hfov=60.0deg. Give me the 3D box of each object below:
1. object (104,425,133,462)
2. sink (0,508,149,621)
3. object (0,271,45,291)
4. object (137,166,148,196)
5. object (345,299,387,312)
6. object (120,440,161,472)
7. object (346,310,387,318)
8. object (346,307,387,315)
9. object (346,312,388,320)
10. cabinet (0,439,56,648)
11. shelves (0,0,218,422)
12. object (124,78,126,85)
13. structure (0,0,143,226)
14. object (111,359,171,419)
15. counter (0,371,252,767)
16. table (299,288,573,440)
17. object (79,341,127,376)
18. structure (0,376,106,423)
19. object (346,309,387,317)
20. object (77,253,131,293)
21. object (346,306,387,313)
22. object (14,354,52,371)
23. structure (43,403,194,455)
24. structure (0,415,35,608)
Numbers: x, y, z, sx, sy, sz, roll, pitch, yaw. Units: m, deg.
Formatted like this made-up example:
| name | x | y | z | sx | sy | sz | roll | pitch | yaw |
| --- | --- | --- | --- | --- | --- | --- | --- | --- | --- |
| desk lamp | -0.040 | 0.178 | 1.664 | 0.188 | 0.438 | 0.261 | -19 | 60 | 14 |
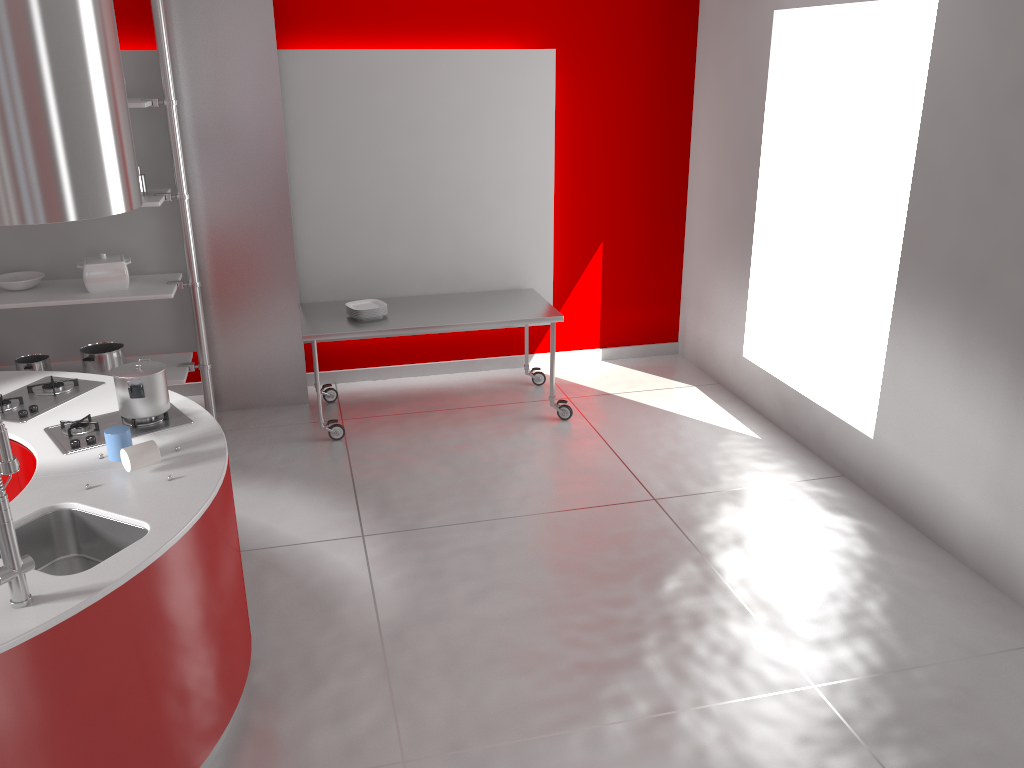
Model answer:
| name | x | y | z | sx | sy | sz | roll | pitch | yaw |
| --- | --- | --- | --- | --- | --- | --- | --- | --- | --- |
| object | -1.324 | 0.195 | 2.978 | 0.080 | 0.100 | 0.109 | -17 | 26 | -38 |
| sink | -1.275 | 0.534 | 2.569 | 0.428 | 0.172 | 0.326 | 9 | 22 | 23 |
| object | -2.812 | -0.578 | 5.063 | 0.272 | 0.072 | 0.272 | 16 | 26 | 37 |
| object | -2.126 | -1.143 | 4.988 | 0.127 | 0.157 | 0.127 | -2 | 20 | -3 |
| object | -0.882 | -0.472 | 5.372 | 0.228 | 0.020 | 0.228 | -13 | 24 | -30 |
| object | -1.223 | 0.231 | 2.905 | 0.100 | 0.080 | 0.109 | -19 | 27 | -41 |
| object | -0.882 | -0.434 | 5.386 | 0.228 | 0.020 | 0.228 | -13 | 24 | -30 |
| object | -0.882 | -0.453 | 5.379 | 0.228 | 0.020 | 0.228 | -13 | 24 | -30 |
| object | -0.882 | -0.425 | 5.390 | 0.228 | 0.020 | 0.228 | -13 | 24 | -30 |
| cabinet | -2.235 | 0.856 | 2.581 | 1.025 | 0.761 | 1.875 | 12 | 23 | 29 |
| shelves | -2.677 | -0.880 | 4.896 | 1.735 | 2.599 | 0.535 | -5 | 21 | -13 |
| object | -2.232 | -1.636 | 4.761 | 0.287 | 0.222 | 0.287 | 11 | 23 | 28 |
| structure | -1.673 | -1.069 | 3.018 | 0.644 | 0.958 | 0.644 | 17 | 27 | 39 |
| object | -1.376 | 0.014 | 3.297 | 0.218 | 0.185 | 0.189 | 15 | 25 | 36 |
| counter | -1.963 | 0.876 | 2.615 | 1.868 | 0.880 | 2.865 | 7 | 21 | 19 |
| table | -0.490 | -0.146 | 5.643 | 1.627 | 0.682 | 0.749 | -5 | 21 | -12 |
| object | -2.394 | -0.137 | 5.205 | 0.240 | 0.161 | 0.259 | -12 | 23 | -29 |
| structure | -1.905 | 0.042 | 3.549 | 0.303 | 0.037 | 0.457 | 5 | 21 | 15 |
| object | -0.882 | -0.444 | 5.383 | 0.228 | 0.020 | 0.228 | -13 | 24 | -30 |
| object | -2.322 | -0.648 | 5.067 | 0.282 | 0.197 | 0.235 | -9 | 22 | -22 |
| object | -0.882 | -0.463 | 5.375 | 0.228 | 0.020 | 0.228 | -13 | 24 | -30 |
| object | -2.769 | -0.089 | 5.137 | 0.196 | 0.122 | 0.182 | 13 | 24 | 32 |
| structure | -1.455 | 0.139 | 3.279 | 0.457 | 0.037 | 0.303 | -16 | 25 | -36 |
| structure | -1.283 | 0.104 | 2.099 | 0.178 | 0.920 | 0.308 | 11 | 23 | 28 |
